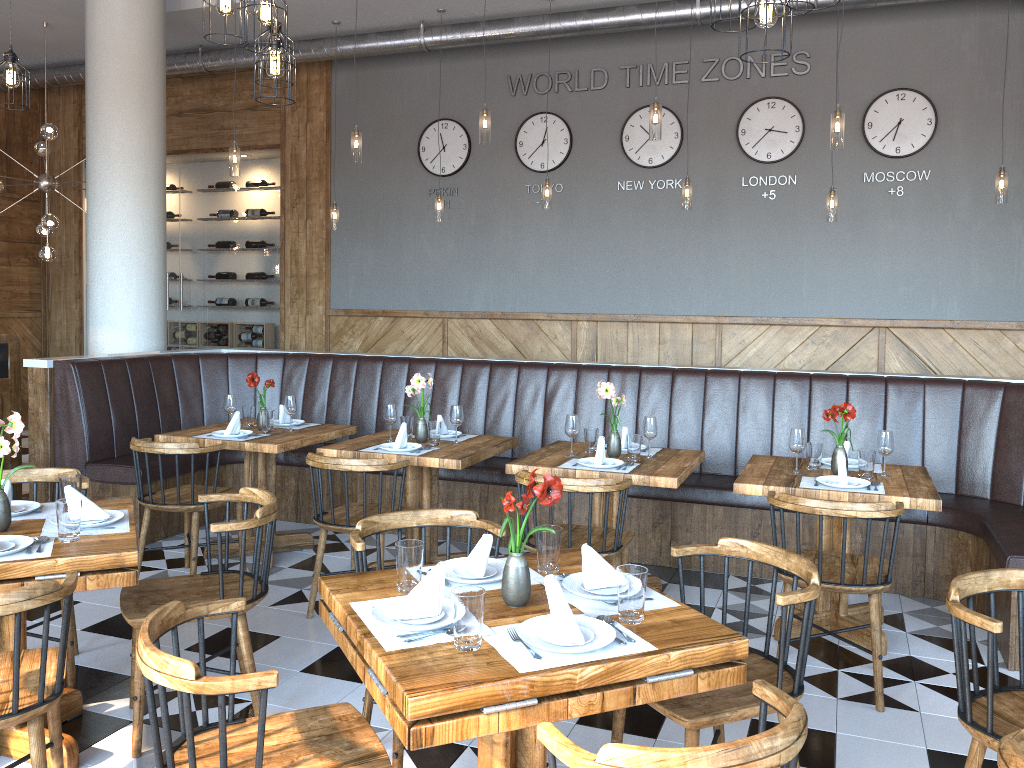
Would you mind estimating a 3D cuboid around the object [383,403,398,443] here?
[{"bbox_3d":[-0.688,0.220,5.020,0.081,0.215,0.081,2,3,12],"label":"object"}]

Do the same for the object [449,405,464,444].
[{"bbox_3d":[-0.314,0.228,4.996,0.081,0.215,0.081,-2,4,-38],"label":"object"}]

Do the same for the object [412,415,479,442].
[{"bbox_3d":[-0.409,0.243,5.255,0.352,0.137,0.272,3,5,21],"label":"object"}]

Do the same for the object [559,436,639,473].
[{"bbox_3d":[0.433,0.334,4.375,0.352,0.137,0.272,3,5,21],"label":"object"}]

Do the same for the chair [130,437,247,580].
[{"bbox_3d":[-1.770,0.685,4.833,0.520,0.815,0.551,2,4,21],"label":"chair"}]

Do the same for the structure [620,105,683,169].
[{"bbox_3d":[1.249,-2.213,7.927,0.561,0.559,0.046,2,3,21],"label":"structure"}]

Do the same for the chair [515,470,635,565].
[{"bbox_3d":[0.290,0.785,4.053,0.520,0.815,0.551,2,4,21],"label":"chair"}]

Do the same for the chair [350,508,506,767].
[{"bbox_3d":[-0.257,0.878,2.928,0.519,0.815,0.551,-1,4,-24],"label":"chair"}]

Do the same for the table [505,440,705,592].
[{"bbox_3d":[0.509,0.762,4.647,0.850,0.762,0.852,2,4,21],"label":"table"}]

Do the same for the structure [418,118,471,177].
[{"bbox_3d":[-0.662,-2.306,8.650,0.561,0.559,0.046,2,3,21],"label":"structure"}]

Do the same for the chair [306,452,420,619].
[{"bbox_3d":[-0.740,0.735,4.443,0.520,0.815,0.551,2,4,21],"label":"chair"}]

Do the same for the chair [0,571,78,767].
[{"bbox_3d":[-1.467,0.906,2.412,0.519,0.815,0.551,-1,4,-24],"label":"chair"}]

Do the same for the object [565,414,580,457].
[{"bbox_3d":[0.315,0.270,4.641,0.081,0.215,0.081,0,3,-16],"label":"object"}]

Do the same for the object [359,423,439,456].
[{"bbox_3d":[-0.604,0.284,4.767,0.352,0.137,0.272,3,5,21],"label":"object"}]

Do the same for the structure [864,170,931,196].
[{"bbox_3d":[3.144,-1.635,7.243,0.498,0.199,0.021,3,3,21],"label":"structure"}]

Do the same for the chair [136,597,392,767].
[{"bbox_3d":[-0.581,0.950,2.076,0.550,0.815,0.520,-1,4,-24],"label":"chair"}]

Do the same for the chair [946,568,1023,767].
[{"bbox_3d":[1.425,0.960,2.291,0.519,0.815,0.551,-1,4,-24],"label":"chair"}]

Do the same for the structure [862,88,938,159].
[{"bbox_3d":[3.151,-2.120,7.207,0.561,0.559,0.046,2,3,21],"label":"structure"}]

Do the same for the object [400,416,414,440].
[{"bbox_3d":[-0.607,0.254,5.120,0.080,0.132,0.080,2,4,21],"label":"object"}]

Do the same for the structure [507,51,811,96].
[{"bbox_3d":[1.232,-2.760,7.917,2.730,0.198,0.033,3,3,21],"label":"structure"}]

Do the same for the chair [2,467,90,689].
[{"bbox_3d":[-1.995,0.793,3.586,0.519,0.815,0.551,-1,4,-24],"label":"chair"}]

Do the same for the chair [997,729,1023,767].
[{"bbox_3d":[1.102,1.032,1.439,0.550,0.815,0.520,-1,4,-24],"label":"chair"}]

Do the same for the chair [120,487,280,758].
[{"bbox_3d":[-1.143,0.835,3.263,0.550,0.815,0.520,-1,4,-24],"label":"chair"}]

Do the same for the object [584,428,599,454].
[{"bbox_3d":[0.423,0.305,4.730,0.080,0.132,0.080,2,4,21],"label":"object"}]

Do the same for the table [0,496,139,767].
[{"bbox_3d":[-1.738,0.876,3.006,0.864,0.762,0.866,-1,4,-24],"label":"table"}]

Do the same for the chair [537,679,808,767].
[{"bbox_3d":[0.271,0.991,1.754,0.519,0.815,0.551,-1,4,-24],"label":"chair"}]

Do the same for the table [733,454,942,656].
[{"bbox_3d":[1.541,0.812,4.257,0.850,0.762,0.852,2,4,21],"label":"table"}]

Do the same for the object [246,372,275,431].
[{"bbox_3d":[-1.546,0.104,5.399,0.171,0.354,0.156,2,3,14],"label":"object"}]

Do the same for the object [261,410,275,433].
[{"bbox_3d":[-1.463,0.225,5.310,0.080,0.132,0.080,1,3,6],"label":"object"}]

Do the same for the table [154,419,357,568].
[{"bbox_3d":[-1.541,0.662,5.424,0.850,0.762,0.852,2,4,21],"label":"table"}]

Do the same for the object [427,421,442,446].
[{"bbox_3d":[-0.431,0.275,4.919,0.080,0.132,0.080,1,3,6],"label":"object"}]

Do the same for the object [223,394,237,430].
[{"bbox_3d":[-1.720,0.170,5.411,0.081,0.215,0.081,2,3,12],"label":"object"}]

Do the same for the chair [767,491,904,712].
[{"bbox_3d":[1.321,0.836,3.663,0.520,0.815,0.551,2,4,21],"label":"chair"}]

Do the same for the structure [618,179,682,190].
[{"bbox_3d":[1.240,-1.788,7.961,0.583,0.079,0.021,3,3,21],"label":"structure"}]

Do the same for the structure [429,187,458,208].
[{"bbox_3d":[-0.675,-1.822,8.689,0.306,0.197,0.021,3,3,21],"label":"structure"}]

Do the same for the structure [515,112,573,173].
[{"bbox_3d":[0.294,-2.259,8.288,0.561,0.559,0.046,2,3,21],"label":"structure"}]

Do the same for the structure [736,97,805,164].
[{"bbox_3d":[2.205,-2.166,7.565,0.561,0.559,0.046,2,3,21],"label":"structure"}]

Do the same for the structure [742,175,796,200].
[{"bbox_3d":[2.204,-1.681,7.599,0.443,0.199,0.021,3,3,21],"label":"structure"}]

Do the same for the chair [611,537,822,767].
[{"bbox_3d":[0.595,0.920,2.605,0.550,0.815,0.520,-1,4,-24],"label":"chair"}]

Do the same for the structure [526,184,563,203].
[{"bbox_3d":[0.303,-1.774,8.319,0.369,0.199,0.021,3,3,21],"label":"structure"}]

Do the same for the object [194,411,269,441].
[{"bbox_3d":[-1.631,0.233,5.156,0.352,0.137,0.272,3,5,21],"label":"object"}]

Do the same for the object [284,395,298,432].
[{"bbox_3d":[-1.346,0.178,5.386,0.081,0.215,0.081,-2,4,-38],"label":"object"}]

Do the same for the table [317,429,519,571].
[{"bbox_3d":[-0.510,0.712,5.033,0.850,0.762,0.852,2,4,21],"label":"table"}]

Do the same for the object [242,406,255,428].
[{"bbox_3d":[-1.638,0.204,5.510,0.080,0.132,0.080,2,4,21],"label":"object"}]

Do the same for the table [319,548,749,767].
[{"bbox_3d":[0.000,0.961,2.348,0.864,0.762,0.866,-1,4,-24],"label":"table"}]

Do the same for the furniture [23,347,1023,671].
[{"bbox_3d":[0.239,0.487,5.503,6.590,1.148,1.922,3,5,21],"label":"furniture"}]

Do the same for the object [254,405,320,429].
[{"bbox_3d":[-1.436,0.193,5.644,0.352,0.137,0.272,3,5,21],"label":"object"}]

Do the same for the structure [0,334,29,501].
[{"bbox_3d":[-3.887,0.298,6.100,1.046,1.297,0.646,2,3,21],"label":"structure"}]
